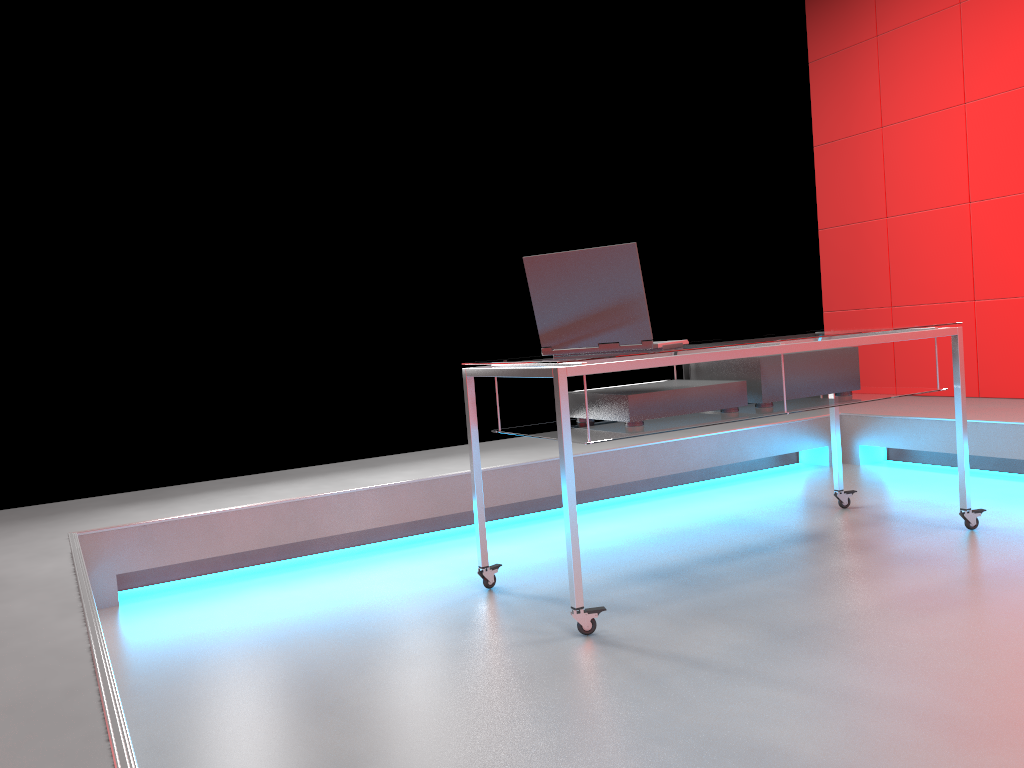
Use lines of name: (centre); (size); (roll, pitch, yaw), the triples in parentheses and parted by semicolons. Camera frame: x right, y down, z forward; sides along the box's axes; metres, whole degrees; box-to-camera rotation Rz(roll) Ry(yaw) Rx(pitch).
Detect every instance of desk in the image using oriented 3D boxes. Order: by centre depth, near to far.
desk: (0.709, 0.209, 2.803); (1.617, 0.690, 0.594); (-6, 4, -28)

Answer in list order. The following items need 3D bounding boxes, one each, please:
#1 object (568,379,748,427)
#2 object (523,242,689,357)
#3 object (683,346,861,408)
object: (0.429, 0.054, 2.720); (0.435, 0.092, 0.365); (-6, 4, -28)
object: (0.271, -0.230, 2.513); (0.342, 0.285, 0.340); (-2, 4, 32)
object: (0.857, -0.026, 2.953); (0.431, 0.158, 0.371); (-6, 4, -28)
